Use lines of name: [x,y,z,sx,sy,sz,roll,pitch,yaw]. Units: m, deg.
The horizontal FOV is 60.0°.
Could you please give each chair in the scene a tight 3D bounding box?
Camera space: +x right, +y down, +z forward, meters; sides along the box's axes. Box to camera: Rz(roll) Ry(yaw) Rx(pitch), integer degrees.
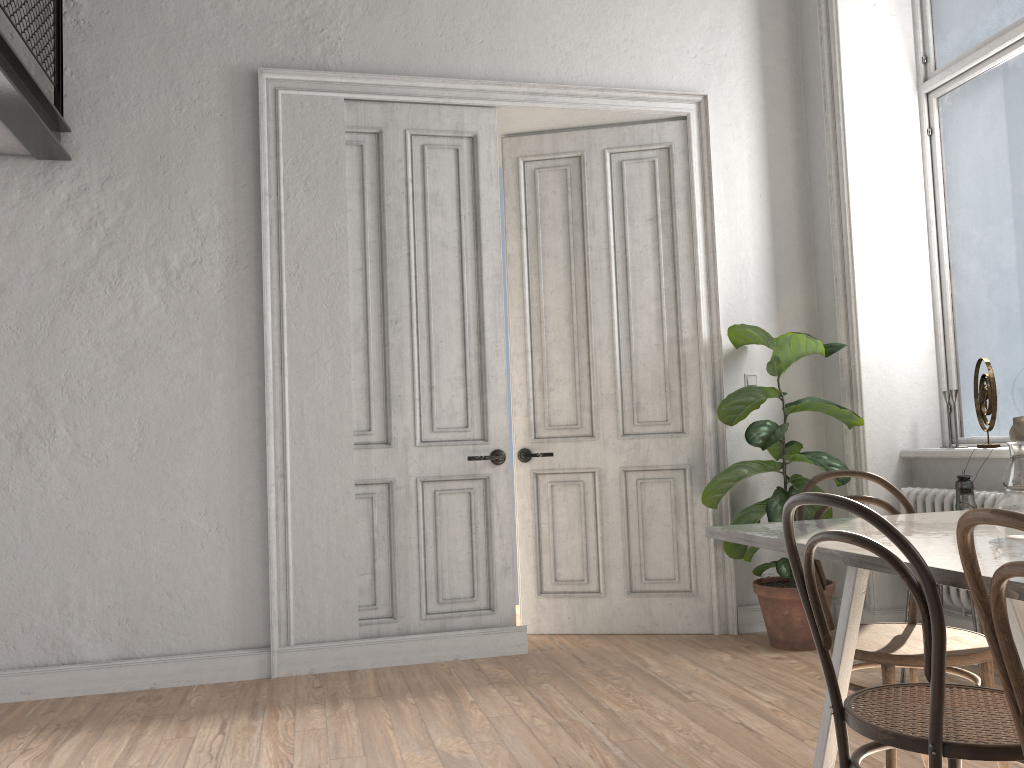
chair: [1.814,0.959,3.602,0.360,0.522,0.364,1,-5,-40]
chair: [1.116,0.715,2.569,0.438,0.920,0.549,-2,-4,-5]
chair: [0.869,0.672,1.831,0.549,0.920,0.438,-1,-4,-18]
chair: [0.967,0.627,1.254,0.549,0.920,0.438,-2,-4,-2]

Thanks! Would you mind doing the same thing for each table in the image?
table: [1.363,0.707,1.623,1.100,0.779,2.201,-1,-4,-13]

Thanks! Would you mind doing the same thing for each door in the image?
door: [0.526,-0.047,4.900,1.097,2.813,0.216,-3,-4,11]
door: [-0.567,-0.035,4.472,1.097,2.813,0.216,-1,-4,-12]

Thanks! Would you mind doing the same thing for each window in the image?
window: [2.470,-1.199,3.917,0.013,2.841,1.623,-1,-4,-13]

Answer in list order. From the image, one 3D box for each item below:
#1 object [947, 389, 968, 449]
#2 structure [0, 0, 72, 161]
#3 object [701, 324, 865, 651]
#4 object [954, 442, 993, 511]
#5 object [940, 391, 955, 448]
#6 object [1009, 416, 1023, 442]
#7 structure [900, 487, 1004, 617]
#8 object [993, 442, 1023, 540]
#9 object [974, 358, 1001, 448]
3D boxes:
object: [2.182,0.172,4.363,0.095,0.288,0.095,-3,-4,9]
structure: [-3.428,-1.833,0.821,4.157,1.212,5.930,-1,-4,-13]
object: [1.717,0.182,1.934,0.792,1.841,5.830,-2,-4,-8]
object: [1.866,0.430,3.610,0.154,0.383,0.163,1,-5,-40]
object: [2.211,0.180,4.490,0.095,0.288,0.095,-3,-4,18]
object: [2.288,0.214,3.991,0.102,0.142,0.100,1,-5,-39]
structure: [2.486,-1.155,2.077,0.340,4.471,5.185,-1,-4,-13]
object: [1.169,0.243,2.031,0.132,0.219,0.132,-1,-4,-24]
object: [2.242,0.089,4.188,0.087,0.425,0.347,-4,-4,19]
